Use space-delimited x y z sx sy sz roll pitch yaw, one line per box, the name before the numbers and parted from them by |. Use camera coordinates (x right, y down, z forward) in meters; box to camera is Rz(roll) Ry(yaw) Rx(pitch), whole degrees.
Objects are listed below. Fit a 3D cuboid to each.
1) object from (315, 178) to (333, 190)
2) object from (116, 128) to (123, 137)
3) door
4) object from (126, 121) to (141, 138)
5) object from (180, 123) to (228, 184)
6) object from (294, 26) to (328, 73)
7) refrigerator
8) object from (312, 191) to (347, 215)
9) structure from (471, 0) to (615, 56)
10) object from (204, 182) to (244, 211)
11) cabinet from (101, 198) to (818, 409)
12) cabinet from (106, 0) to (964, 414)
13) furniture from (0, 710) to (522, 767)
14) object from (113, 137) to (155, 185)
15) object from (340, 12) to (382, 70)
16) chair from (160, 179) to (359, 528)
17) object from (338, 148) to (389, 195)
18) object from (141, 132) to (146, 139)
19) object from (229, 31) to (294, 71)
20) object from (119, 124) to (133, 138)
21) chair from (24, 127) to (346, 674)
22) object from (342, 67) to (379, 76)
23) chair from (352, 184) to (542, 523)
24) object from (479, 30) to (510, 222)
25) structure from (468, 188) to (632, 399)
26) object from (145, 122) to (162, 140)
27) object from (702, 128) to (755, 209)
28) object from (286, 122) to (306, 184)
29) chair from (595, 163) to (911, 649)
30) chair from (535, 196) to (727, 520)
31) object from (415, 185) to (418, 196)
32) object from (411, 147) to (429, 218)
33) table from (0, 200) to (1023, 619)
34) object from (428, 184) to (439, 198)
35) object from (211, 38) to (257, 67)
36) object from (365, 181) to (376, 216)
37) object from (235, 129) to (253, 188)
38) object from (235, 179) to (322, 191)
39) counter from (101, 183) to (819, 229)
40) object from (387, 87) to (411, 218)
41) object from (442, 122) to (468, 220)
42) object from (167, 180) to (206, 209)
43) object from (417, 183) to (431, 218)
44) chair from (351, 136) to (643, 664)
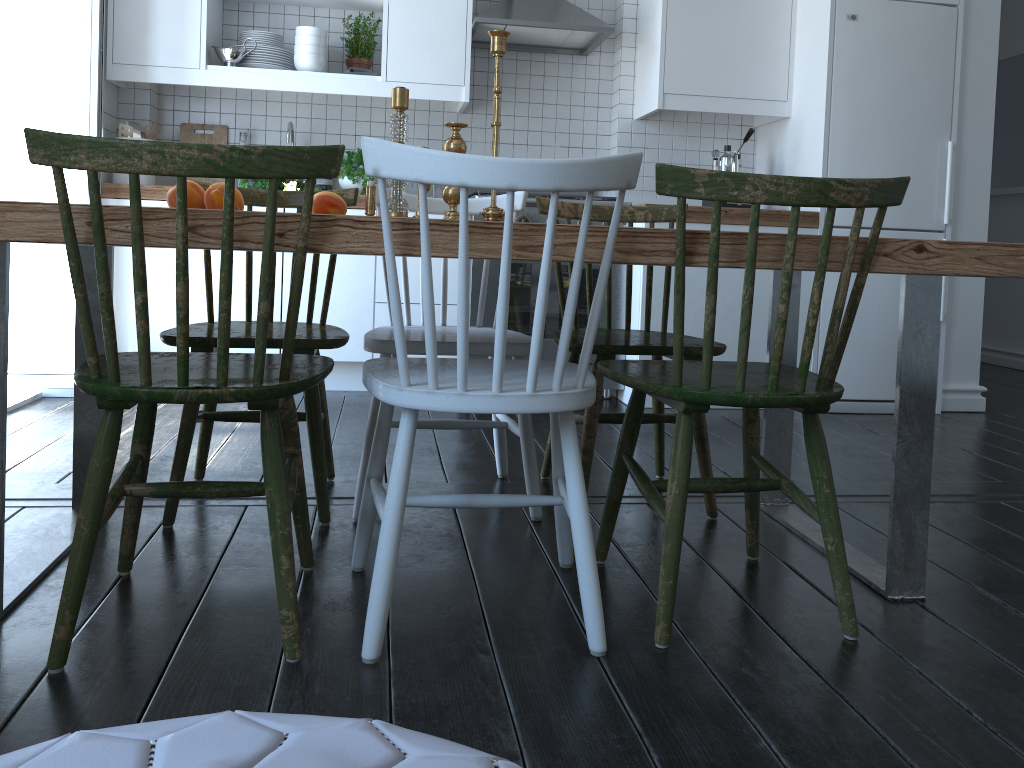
object | -0.915 -1.019 4.278 0.085 0.229 0.086 -1 4 -44
object | -1.701 -1.005 3.890 0.117 0.250 0.061 4 3 21
door | -1.915 -0.988 3.436 0.585 2.015 0.105 2 2 -14
object | -1.673 -1.026 3.909 0.064 0.288 0.142 0 4 -35
object | -1.483 -1.083 4.227 0.220 0.328 0.041 2 2 -9
object | -0.934 -1.530 4.096 0.149 0.215 0.312 1 7 -11
refrigerator | 1.605 -0.813 4.159 0.576 1.792 0.686 2 3 -9
object | -0.438 -0.416 2.096 0.089 0.083 0.085 3 6 4
structure | 0.136 -2.284 4.168 0.633 1.297 0.532 2 3 -9
object | -0.644 -0.407 1.969 0.083 0.087 0.091 4 6 18
cabinet | -0.275 -0.380 4.088 3.182 0.811 0.736 2 5 0
cabinet | 0.073 -1.144 4.078 3.787 2.360 0.785 2 3 -5
furniture | -0.164 0.434 0.374 0.609 0.417 0.621 0 7 -14
object | -1.672 -0.979 3.901 0.174 0.207 0.175 2 5 -4
object | -0.726 -1.618 4.240 0.166 0.364 0.171 4 4 28
chair | -0.645 -0.116 2.273 0.467 0.822 0.489 2 4 -10
object | -0.675 -0.993 4.040 0.271 0.267 0.341 0 7 -18
object | -1.651 -1.009 3.945 0.050 0.246 0.115 0 4 -44
object | -1.172 -1.532 4.115 0.300 0.193 0.309 1 7 -7
object | -1.705 -1.006 3.866 0.054 0.261 0.150 1 4 -34
chair | -0.538 0.004 1.537 0.467 0.823 0.489 2 4 -10
object | -0.723 -1.436 4.112 0.245 0.042 0.280 0 9 -16
chair | -0.174 -0.123 2.380 0.466 0.838 0.514 2 4 -9
object | -0.033 -0.523 1.821 0.114 0.408 0.113 5 4 43
structure | 0.126 -0.477 4.149 0.700 1.013 0.728 2 4 -9
object | -1.642 -1.031 3.942 0.131 0.294 0.057 0 3 -29
object | 1.042 -0.988 4.107 0.205 0.368 0.356 2 5 -9
object | -1.021 -1.059 4.179 0.189 0.351 0.276 0 5 -32
chair | 0.421 0.015 1.699 0.467 0.822 0.489 2 4 -10
chair | 0.314 -0.104 2.436 0.467 0.823 0.489 2 4 -10
object | -0.449 -0.987 4.354 0.059 0.172 0.059 2 3 5
object | -0.187 -0.402 1.796 0.080 0.159 0.080 5 4 38
table | -0.213 0.003 1.964 2.225 0.712 1.029 1 7 -9
object | -0.384 -0.982 4.342 0.059 0.172 0.059 2 3 5
object | -1.242 -1.475 3.930 0.210 0.134 0.103 3 5 4
object | -0.333 -0.425 2.069 0.102 0.113 0.103 0 6 -23
object | -1.293 -1.069 4.225 0.098 0.316 0.098 2 3 -9
object | -1.051 -0.899 3.967 0.469 0.306 0.286 -3 7 -36
counter | -0.257 -0.802 4.013 3.097 0.073 0.856 1 9 -8
object | -0.253 -0.502 1.957 0.141 0.309 0.141 4 4 34
object | -0.135 -0.482 2.054 0.101 0.246 0.101 3 3 15
object | -0.727 -0.413 1.974 0.088 0.089 0.084 0 6 -18
object | -0.212 -0.440 2.114 0.049 0.138 0.050 2 3 -9
chair | -0.049 0.006 1.592 0.466 0.838 0.514 2 4 -9
